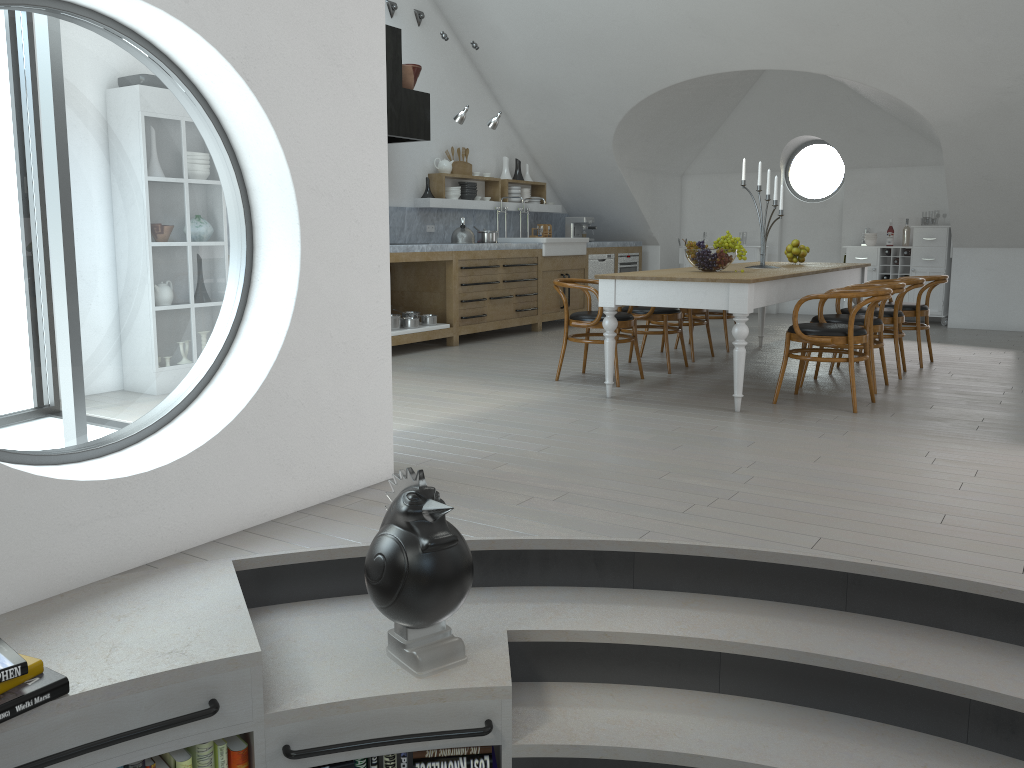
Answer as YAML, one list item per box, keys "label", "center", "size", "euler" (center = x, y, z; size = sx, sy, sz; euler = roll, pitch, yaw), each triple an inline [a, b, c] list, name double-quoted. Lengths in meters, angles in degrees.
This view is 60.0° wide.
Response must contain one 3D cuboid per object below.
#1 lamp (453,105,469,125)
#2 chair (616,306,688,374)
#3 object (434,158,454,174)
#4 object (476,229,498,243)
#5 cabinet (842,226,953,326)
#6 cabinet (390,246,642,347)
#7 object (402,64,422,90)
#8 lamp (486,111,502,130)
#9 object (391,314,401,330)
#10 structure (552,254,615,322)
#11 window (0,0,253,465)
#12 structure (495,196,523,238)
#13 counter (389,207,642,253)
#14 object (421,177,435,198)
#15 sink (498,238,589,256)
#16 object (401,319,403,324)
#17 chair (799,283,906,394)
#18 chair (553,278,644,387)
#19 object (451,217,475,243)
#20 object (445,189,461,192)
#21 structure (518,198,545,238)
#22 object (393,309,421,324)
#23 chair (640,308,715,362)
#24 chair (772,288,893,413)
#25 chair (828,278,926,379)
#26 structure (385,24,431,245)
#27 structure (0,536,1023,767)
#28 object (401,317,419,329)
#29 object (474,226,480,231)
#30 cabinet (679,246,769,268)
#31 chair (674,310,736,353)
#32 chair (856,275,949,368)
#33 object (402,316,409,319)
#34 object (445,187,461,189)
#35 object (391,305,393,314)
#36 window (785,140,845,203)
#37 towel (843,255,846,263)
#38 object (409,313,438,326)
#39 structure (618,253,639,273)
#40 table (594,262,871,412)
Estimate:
- label: "lamp"
  center: [-0.489, -2.547, 8.392]
  size: [0.116, 0.177, 0.165]
  euler: [-7, 11, -38]
- label: "chair"
  center: [1.046, -0.491, 7.035]
  size: [0.622, 0.732, 0.529]
  euler: [5, 10, 29]
- label: "object"
  center: [-0.725, -2.325, 9.464]
  size: [0.174, 0.168, 0.168]
  euler: [3, 9, 16]
- label: "object"
  center: [-0.239, -1.558, 9.367]
  size: [0.232, 0.169, 0.396]
  euler: [2, 10, 13]
- label: "cabinet"
  center: [4.684, -1.335, 10.768]
  size: [1.244, 1.149, 0.611]
  euler: [6, 10, 33]
- label: "cabinet"
  center: [-0.398, -0.921, 9.434]
  size: [1.005, 1.017, 6.448]
  euler: [6, 11, 32]
- label: "object"
  center: [-1.010, -2.794, 8.137]
  size: [0.348, 0.235, 0.367]
  euler: [-7, 12, -39]
- label: "lamp"
  center: [-0.172, -2.631, 8.870]
  size: [0.169, 0.175, 0.113]
  euler: [4, 9, 25]
- label: "object"
  center: [-1.164, -0.560, 7.889]
  size: [0.379, 0.163, 0.224]
  euler: [4, 10, 22]
- label: "structure"
  center: [0.853, -1.209, 11.055]
  size: [0.599, 0.819, 0.726]
  euler: [5, 10, 32]
- label: "window"
  center: [-1.449, -0.475, 2.872]
  size: [0.104, 1.464, 1.475]
  euler: [5, 10, 32]
- label: "structure"
  center: [-0.013, -1.878, 10.156]
  size: [0.333, 0.527, 0.215]
  euler: [2, 8, 13]
- label: "counter"
  center: [-0.376, -1.742, 9.394]
  size: [0.963, 0.617, 6.595]
  euler: [6, 11, 32]
- label: "object"
  center: [-0.878, -2.046, 9.246]
  size: [0.156, 0.217, 0.156]
  euler: [2, 9, 14]
- label: "sink"
  center: [0.336, -1.584, 10.219]
  size: [0.728, 0.201, 1.024]
  euler: [6, 11, 32]
- label: "object"
  center: [-1.160, -0.591, 8.184]
  size: [0.508, 0.052, 0.264]
  euler: [2, 10, 9]
- label: "chair"
  center: [2.367, -0.338, 6.131]
  size: [0.622, 0.732, 0.529]
  euler: [6, 10, 32]
- label: "chair"
  center: [0.602, -0.395, 6.465]
  size: [0.622, 0.732, 0.529]
  euler: [6, 10, 32]
- label: "object"
  center: [-0.495, -1.554, 8.957]
  size: [0.246, 0.266, 0.247]
  euler: [8, 12, 42]
- label: "object"
  center: [-0.642, -2.069, 9.577]
  size: [0.181, 0.069, 0.181]
  euler: [-8, 12, -39]
- label: "structure"
  center: [0.252, -1.947, 10.563]
  size: [0.333, 0.527, 0.215]
  euler: [2, 8, 13]
- label: "object"
  center: [-0.988, -0.640, 8.437]
  size: [0.182, 0.133, 0.309]
  euler: [-6, 11, -32]
- label: "chair"
  center: [1.390, -0.598, 7.673]
  size: [0.622, 0.732, 0.529]
  euler: [6, 11, 36]
- label: "chair"
  center: [2.007, -0.233, 5.504]
  size: [0.622, 0.732, 0.529]
  euler: [6, 11, 36]
- label: "chair"
  center: [2.776, -0.439, 6.728]
  size: [0.622, 0.732, 0.529]
  euler: [5, 10, 28]
- label: "structure"
  center: [-1.331, -2.209, 8.001]
  size: [0.781, 1.877, 1.079]
  euler: [5, 10, 32]
- label: "structure"
  center: [0.227, 1.265, 0.872]
  size: [4.710, 0.690, 4.729]
  euler: [-2, 10, -12]
- label: "object"
  center: [-0.960, -0.560, 8.008]
  size: [0.261, 0.112, 0.154]
  euler: [4, 10, 22]
- label: "object"
  center: [-0.311, -1.575, 9.315]
  size: [0.236, 0.166, 0.051]
  euler: [5, 9, 28]
- label: "cabinet"
  center: [2.794, -1.435, 11.763]
  size: [1.136, 0.786, 0.498]
  euler: [6, 10, 32]
- label: "chair"
  center: [1.791, -0.699, 8.270]
  size: [0.622, 0.732, 0.529]
  euler: [5, 10, 29]
- label: "chair"
  center: [3.226, -0.534, 7.293]
  size: [0.622, 0.732, 0.529]
  euler: [6, 10, 35]
- label: "object"
  center: [-1.035, -0.596, 8.189]
  size: [0.041, 0.045, 0.248]
  euler: [5, 11, 31]
- label: "object"
  center: [-0.641, -2.097, 9.574]
  size: [0.181, 0.076, 0.181]
  euler: [-3, 10, -19]
- label: "object"
  center: [-1.373, -0.689, 8.551]
  size: [0.456, 0.196, 0.269]
  euler: [-4, 10, -23]
- label: "window"
  center: [3.986, -2.778, 11.595]
  size: [0.901, 0.896, 0.060]
  euler: [6, 10, 33]
- label: "towel"
  center: [4.191, -1.536, 11.126]
  size: [0.049, 0.203, 0.150]
  euler: [5, 10, 33]
- label: "object"
  center: [-0.814, -0.604, 8.271]
  size: [0.261, 0.112, 0.154]
  euler: [6, 11, 32]
- label: "structure"
  center: [1.267, -1.409, 11.669]
  size: [0.631, 0.634, 0.634]
  euler: [6, 10, 32]
- label: "table"
  center: [1.860, -0.491, 6.824]
  size: [1.020, 0.795, 3.359]
  euler: [6, 11, 32]
